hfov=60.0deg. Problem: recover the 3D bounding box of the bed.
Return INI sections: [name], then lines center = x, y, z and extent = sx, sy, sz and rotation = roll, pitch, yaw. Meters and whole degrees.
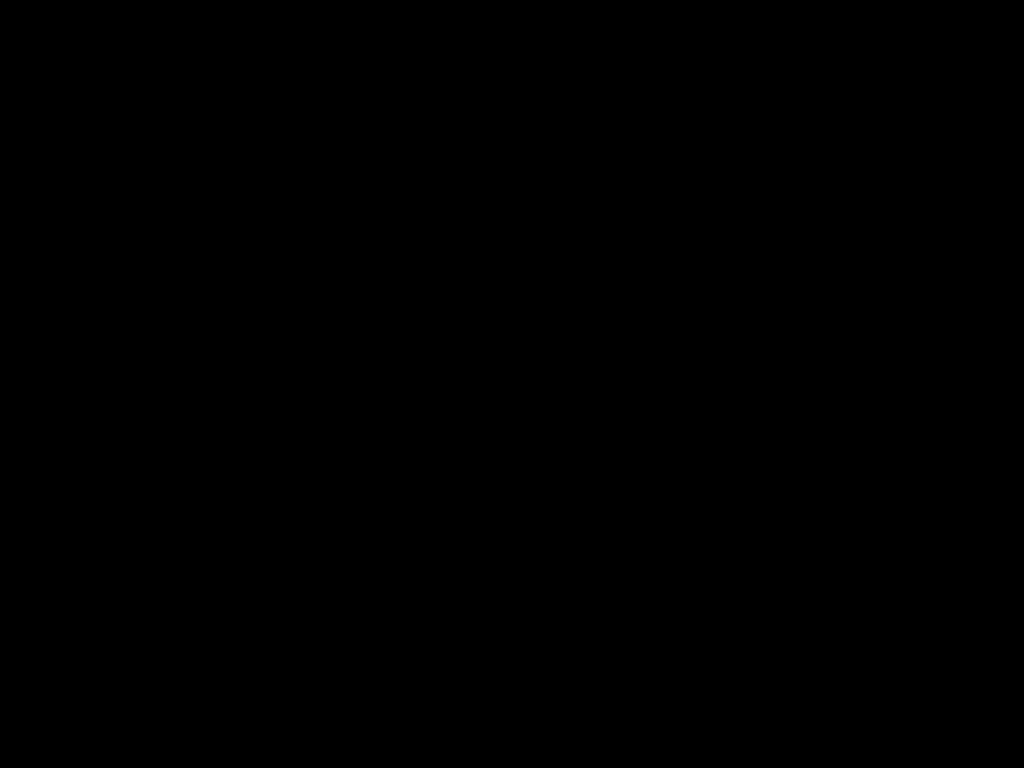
[bed]
center = -0.858, -0.333, 0.816
extent = 3.009, 0.994, 2.087
rotation = 1, 0, 11
